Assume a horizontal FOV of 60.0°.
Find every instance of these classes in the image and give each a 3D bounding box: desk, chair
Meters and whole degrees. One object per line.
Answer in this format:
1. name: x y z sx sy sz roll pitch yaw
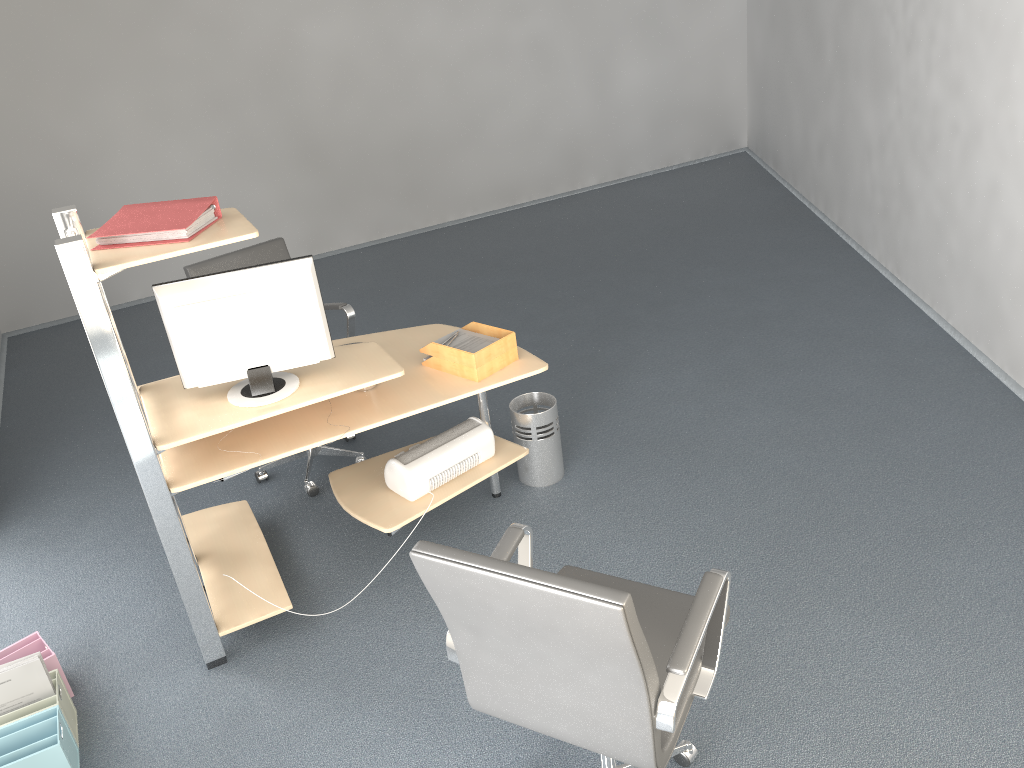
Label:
1. desk: -0.726 -0.065 3.440 1.469 1.566 0.967 -18 28 -21
2. chair: -1.025 -0.066 4.111 0.584 1.048 0.652 -26 31 -33
3. chair: 0.210 0.702 2.220 0.584 1.048 0.652 8 30 29

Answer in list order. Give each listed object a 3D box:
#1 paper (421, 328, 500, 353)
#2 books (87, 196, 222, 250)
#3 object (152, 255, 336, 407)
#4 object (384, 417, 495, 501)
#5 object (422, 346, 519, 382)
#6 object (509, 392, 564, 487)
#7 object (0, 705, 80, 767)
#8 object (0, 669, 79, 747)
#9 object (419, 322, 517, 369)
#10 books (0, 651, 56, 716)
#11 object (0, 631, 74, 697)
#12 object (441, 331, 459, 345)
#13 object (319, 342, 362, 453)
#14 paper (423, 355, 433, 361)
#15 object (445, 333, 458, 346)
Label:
1. paper: -0.172 -0.146 3.408 0.297 0.010 0.210 17 35 40
2. books: -1.119 -0.508 2.783 0.320 0.072 0.262 -4 26 8
3. object: -0.888 -0.163 2.958 0.516 0.418 0.245 -8 26 -1
4. object: -0.340 0.267 3.613 0.438 0.162 0.351 -27 32 -34
5. object: -0.166 -0.111 3.424 0.309 0.060 0.225 17 35 40
6. object: 0.113 0.250 3.942 0.208 0.377 0.208 2 28 18
7. object: -1.483 1.167 2.719 0.245 0.202 0.185 -18 28 -21
8. object: -1.565 1.103 2.872 0.245 0.202 0.185 -18 28 -21
9. object: -0.173 -0.161 3.399 0.309 0.060 0.225 17 35 40
10. books: -1.580 1.035 2.853 0.220 0.306 0.068 -18 28 -20
11. object: -1.689 1.032 3.048 0.245 0.202 0.185 -29 33 -36
12. object: -0.247 -0.177 3.470 0.008 0.009 0.159 7 30 27
13. object: -0.713 0.045 3.351 0.478 0.082 0.814 -15 27 -14
14. paper: -0.165 -0.100 3.430 0.297 0.019 0.210 17 35 40
15. object: -0.239 -0.165 3.444 0.008 0.009 0.159 2 28 20
